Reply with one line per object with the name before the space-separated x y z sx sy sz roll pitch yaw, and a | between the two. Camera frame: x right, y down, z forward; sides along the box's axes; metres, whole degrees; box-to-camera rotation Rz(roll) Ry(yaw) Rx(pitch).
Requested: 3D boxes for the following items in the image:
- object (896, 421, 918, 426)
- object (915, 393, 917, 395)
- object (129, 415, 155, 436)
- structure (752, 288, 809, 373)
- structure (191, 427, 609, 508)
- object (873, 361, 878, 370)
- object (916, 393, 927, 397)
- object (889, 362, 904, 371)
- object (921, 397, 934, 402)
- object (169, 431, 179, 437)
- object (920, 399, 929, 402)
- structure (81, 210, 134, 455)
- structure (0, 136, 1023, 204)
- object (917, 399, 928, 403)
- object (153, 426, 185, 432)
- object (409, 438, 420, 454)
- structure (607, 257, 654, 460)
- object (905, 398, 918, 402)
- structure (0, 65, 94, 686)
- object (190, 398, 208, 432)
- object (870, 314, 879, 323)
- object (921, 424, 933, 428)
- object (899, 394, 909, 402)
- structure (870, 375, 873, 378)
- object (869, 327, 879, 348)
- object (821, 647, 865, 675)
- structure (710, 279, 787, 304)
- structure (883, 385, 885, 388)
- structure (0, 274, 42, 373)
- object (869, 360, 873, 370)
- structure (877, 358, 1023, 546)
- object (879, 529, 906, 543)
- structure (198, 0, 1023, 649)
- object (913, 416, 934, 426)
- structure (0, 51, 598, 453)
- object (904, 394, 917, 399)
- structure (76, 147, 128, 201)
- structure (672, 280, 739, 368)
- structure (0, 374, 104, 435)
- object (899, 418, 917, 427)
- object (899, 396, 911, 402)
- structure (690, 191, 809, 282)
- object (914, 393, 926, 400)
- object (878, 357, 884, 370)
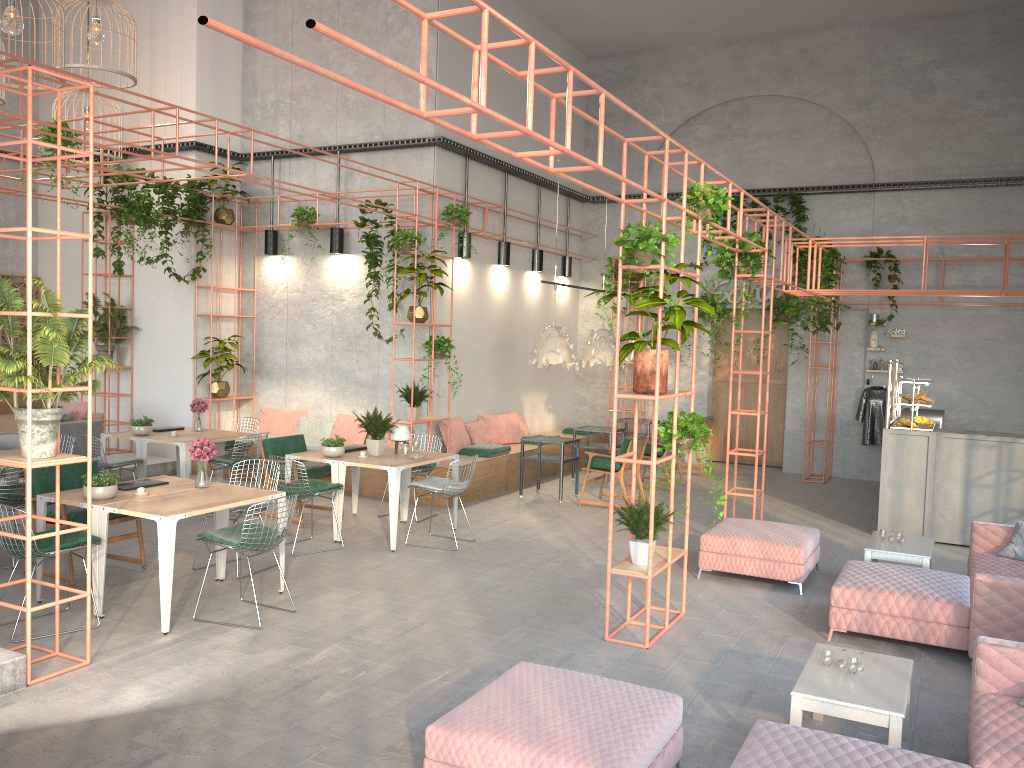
object | 4.649 0.462 10.444 0.243 0.062 0.091 3 3 21
object | 4.718 0.148 10.453 0.135 0.090 0.084 3 3 24
object | -4.364 0.481 10.454 0.248 0.247 0.254 3 3 27
structure | 4.587 -0.961 14.979 0.950 1.527 0.921 3 3 25
structure | -1.397 1.072 14.533 4.386 0.500 5.831 3 3 27
object | 5.803 -0.299 14.161 0.063 0.151 0.063 3 3 13
object | 4.784 0.143 10.404 0.149 0.081 0.088 2 3 12
object | 6.074 -0.277 14.032 0.219 0.149 0.129 3 3 27
object | 4.777 0.174 10.214 0.152 0.058 0.095 3 3 18
object | -3.980 0.582 10.437 0.115 0.078 0.115 4 4 33
object | 4.775 0.183 10.247 0.132 0.051 0.099 3 3 25
structure | -6.093 -0.771 13.351 0.624 3.596 0.424 3 3 27
structure | -1.454 -3.099 9.451 15.603 0.110 15.203 3 3 27
object | 4.741 0.189 10.277 0.151 0.052 0.097 4 4 29
object | -4.324 0.560 11.016 0.268 0.031 0.427 3 3 27
object | -1.062 0.679 9.606 0.165 0.154 0.210 3 3 17
structure | 2.116 -0.443 15.891 0.630 3.597 0.430 3 3 27
object | 4.644 0.177 10.316 0.146 0.064 0.101 3 3 22
structure | -2.970 -0.040 5.449 0.624 3.602 0.424 3 3 27
object | -3.890 0.382 11.010 0.213 0.414 0.225 3 3 19
object | 5.782 -1.047 14.140 0.133 0.145 0.133 1 3 -11
object | 4.803 0.445 10.364 0.090 0.110 0.232 -1 4 -43
object | 4.577 0.159 10.360 0.111 0.092 0.098 3 3 26
structure | 5.793 -0.118 14.254 0.066 0.044 0.019 3 3 27
object | 5.781 -0.744 14.161 0.136 0.336 0.145 5 4 41
object | 1.752 1.483 4.691 0.199 0.145 0.156 5 4 42
structure | 4.021 -1.621 15.135 1.312 0.505 0.063 3 3 27
structure | 5.949 0.043 14.182 0.066 0.044 0.019 3 3 27
structure | -9.586 -0.536 10.710 0.132 2.103 9.782 3 3 27
object | 5.755 -0.310 14.208 0.092 0.164 0.055 -1 4 -44
structure | 6.256 0.725 11.254 2.579 2.022 4.057 3 3 27
object | 3.362 1.364 7.835 0.199 0.145 0.156 5 4 42
structure | 3.263 0.029 7.472 4.157 4.247 14.689 3 3 27
object | 4.771 0.426 10.281 0.240 0.104 0.073 2 3 8
structure | -2.710 -0.982 12.282 4.501 4.345 14.096 3 3 26
object | 4.613 0.144 10.276 0.138 0.050 0.093 5 4 43
structure | -6.021 -3.103 13.066 0.903 0.803 0.934 2 3 -1
structure | 3.393 -1.050 15.539 0.950 1.527 0.921 0 4 -30
structure | -8.270 0.609 9.743 3.396 1.111 9.152 3 3 27
object | 4.626 0.447 10.366 0.089 0.095 0.237 0 4 -29
object | 4.631 0.174 10.443 0.129 0.060 0.100 4 4 29
structure | 4.004 -2.453 14.992 1.939 1.514 0.856 3 3 21
object | 4.696 0.141 10.231 0.142 0.087 0.094 4 4 35
object | 5.884 -0.322 14.128 0.081 0.204 0.081 3 3 27
